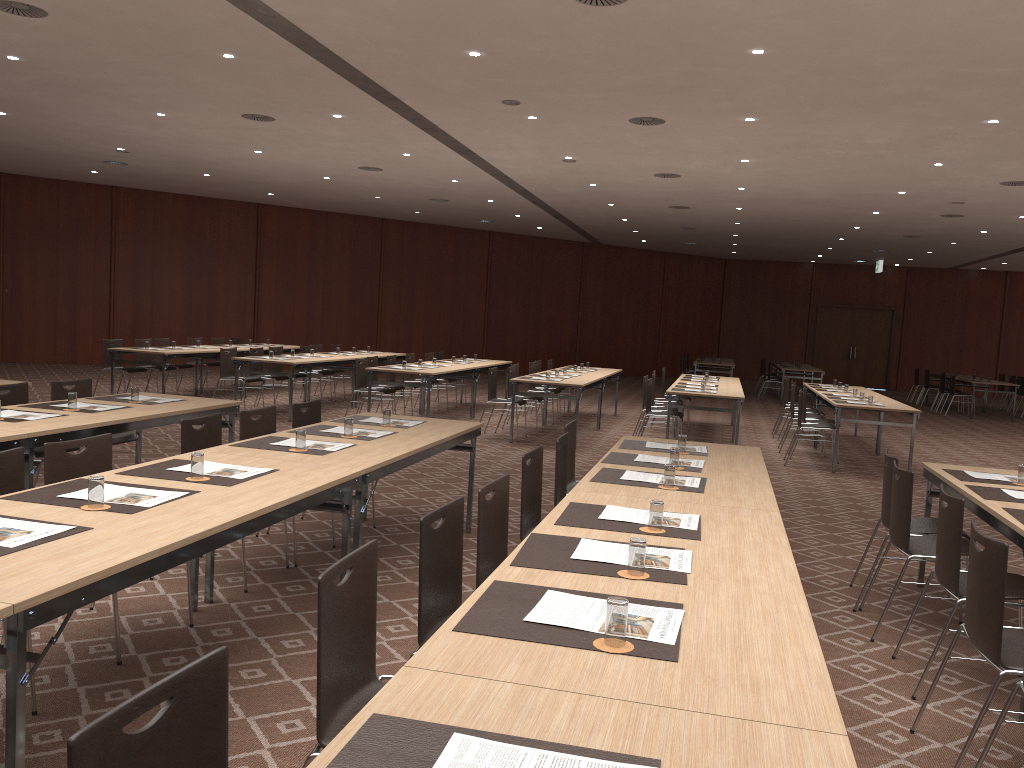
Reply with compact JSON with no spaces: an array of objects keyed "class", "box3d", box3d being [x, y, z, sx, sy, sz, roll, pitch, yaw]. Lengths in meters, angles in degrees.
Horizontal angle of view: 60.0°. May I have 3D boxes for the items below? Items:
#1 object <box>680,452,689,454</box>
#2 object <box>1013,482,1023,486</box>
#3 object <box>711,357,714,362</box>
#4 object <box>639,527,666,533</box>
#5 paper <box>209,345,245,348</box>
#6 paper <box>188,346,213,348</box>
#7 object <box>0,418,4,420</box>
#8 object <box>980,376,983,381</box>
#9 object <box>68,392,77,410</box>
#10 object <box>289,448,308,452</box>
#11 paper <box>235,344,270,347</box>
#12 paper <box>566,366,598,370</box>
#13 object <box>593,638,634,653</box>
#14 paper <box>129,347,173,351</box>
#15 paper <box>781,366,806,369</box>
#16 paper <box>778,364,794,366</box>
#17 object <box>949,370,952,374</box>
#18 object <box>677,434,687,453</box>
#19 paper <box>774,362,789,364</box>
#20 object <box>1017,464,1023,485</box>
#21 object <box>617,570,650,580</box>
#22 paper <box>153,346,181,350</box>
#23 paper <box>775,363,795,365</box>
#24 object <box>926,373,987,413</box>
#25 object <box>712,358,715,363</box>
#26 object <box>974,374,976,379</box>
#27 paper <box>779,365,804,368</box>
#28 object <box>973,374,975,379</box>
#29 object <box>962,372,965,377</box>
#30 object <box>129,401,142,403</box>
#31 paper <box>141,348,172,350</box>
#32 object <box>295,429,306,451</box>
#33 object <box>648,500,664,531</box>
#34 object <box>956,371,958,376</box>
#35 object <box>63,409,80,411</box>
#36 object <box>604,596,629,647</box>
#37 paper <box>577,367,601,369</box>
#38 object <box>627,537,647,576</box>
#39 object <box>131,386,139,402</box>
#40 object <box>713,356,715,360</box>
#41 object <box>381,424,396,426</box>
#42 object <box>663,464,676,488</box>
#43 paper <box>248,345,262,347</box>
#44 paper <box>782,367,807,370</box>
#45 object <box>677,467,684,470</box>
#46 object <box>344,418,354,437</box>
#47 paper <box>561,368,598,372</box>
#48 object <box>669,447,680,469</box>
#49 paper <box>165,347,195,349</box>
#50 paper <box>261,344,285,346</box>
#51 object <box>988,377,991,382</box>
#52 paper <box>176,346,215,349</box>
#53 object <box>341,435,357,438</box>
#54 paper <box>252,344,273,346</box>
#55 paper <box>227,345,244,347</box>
[{"class":"object","box3d":[1.082,0.440,5.669,0.102,0.001,0.102,4,4,2]},{"class":"object","box3d":[3.009,0.591,5.228,0.102,0.001,0.102,2,5,-21]},{"class":"object","box3d":[4.924,-0.596,21.750,0.054,0.114,0.054,2,5,-20]},{"class":"object","box3d":[0.550,0.573,3.479,0.102,0.001,0.102,4,4,2]},{"class":"paper","box3d":[-4.910,-0.657,15.388,0.565,0.003,0.460,5,4,15]},{"class":"paper","box3d":[-5.053,-0.603,14.502,0.398,0.006,0.283,5,4,16]},{"class":"object","box3d":[-3.107,0.211,5.324,0.102,0.001,0.102,5,5,24]},{"class":"object","box3d":[10.791,-0.135,20.384,0.054,0.114,0.054,-1,7,-43]},{"class":"object","box3d":[-2.955,0.114,5.962,0.054,0.114,0.054,-1,7,-43]},{"class":"object","box3d":[-1.174,0.363,4.872,0.102,0.001,0.102,4,4,2]},{"class":"paper","box3d":[-4.737,-0.695,16.031,0.565,0.003,0.460,5,4,14]},{"class":"paper","box3d":[1.225,-0.277,15.311,0.565,0.003,0.460,5,4,13]},{"class":"object","box3d":[0.253,0.651,2.208,0.102,0.001,0.102,4,4,2]},{"class":"paper","box3d":[-5.409,-0.524,13.227,0.565,0.003,0.460,4,4,11]},{"class":"paper","box3d":[6.825,-0.401,21.480,0.565,0.003,0.460,5,4,13]},{"class":"paper","box3d":[7.170,-0.499,23.061,0.565,0.003,0.460,4,4,12]},{"class":"object","box3d":[11.473,-0.307,23.203,0.054,0.114,0.054,2,5,-20]},{"class":"object","box3d":[1.089,0.382,5.678,0.054,0.114,0.054,2,5,-20]},{"class":"paper","box3d":[7.466,-0.575,24.312,0.565,0.003,0.460,4,4,11]},{"class":"object","box3d":[3.017,0.533,5.234,0.054,0.114,0.054,2,5,-20]},{"class":"object","box3d":[0.390,0.611,2.844,0.102,0.001,0.102,4,4,2]},{"class":"paper","box3d":[-5.296,-0.563,13.830,0.565,0.003,0.460,5,4,16]},{"class":"paper","box3d":[7.309,-0.537,23.685,0.565,0.003,0.460,4,4,11]},{"class":"object","box3d":[11.378,0.200,22.768,0.953,0.833,2.265,5,5,13]},{"class":"object","box3d":[4.791,-0.557,21.123,0.054,0.114,0.054,2,5,-20]},{"class":"object","box3d":[10.959,-0.172,21.005,0.054,0.114,0.054,-1,7,-43]},{"class":"paper","box3d":[6.964,-0.440,22.119,0.565,0.003,0.460,5,4,14]},{"class":"object","box3d":[10.946,-0.173,21.009,0.054,0.114,0.054,-1,7,-43]},{"class":"object","box3d":[11.186,-0.230,21.951,0.054,0.114,0.054,2,5,-20]},{"class":"object","box3d":[-2.798,0.134,6.595,0.102,0.001,0.102,4,4,2]},{"class":"paper","box3d":[-5.339,-0.524,13.230,0.398,0.006,0.283,5,4,14]},{"class":"object","box3d":[-1.161,0.306,4.875,0.054,0.114,0.054,-1,7,-43]},{"class":"object","box3d":[0.567,0.516,3.486,0.054,0.114,0.054,-1,7,-43]},{"class":"object","box3d":[11.330,-0.268,22.573,0.054,0.114,0.054,2,5,-20]},{"class":"object","box3d":[-2.954,0.173,5.950,0.102,0.001,0.102,4,4,2]},{"class":"object","box3d":[0.261,0.593,2.215,0.054,0.114,0.054,-1,7,-43]},{"class":"paper","box3d":[1.330,-0.276,15.340,0.398,0.006,0.283,4,4,13]},{"class":"object","box3d":[0.401,0.554,2.847,0.054,0.114,0.054,-1,7,-43]},{"class":"object","box3d":[-2.802,0.076,6.594,0.054,0.114,0.054,2,5,-20]},{"class":"object","box3d":[5.318,-0.691,23.324,0.054,0.114,0.054,-1,7,-43]},{"class":"object","box3d":[-0.857,0.286,6.141,0.102,0.001,0.102,5,5,24]},{"class":"object","box3d":[0.786,0.458,4.425,0.054,0.114,0.054,-1,7,-43]},{"class":"paper","box3d":[-4.667,-0.698,16.076,0.398,0.006,0.283,4,4,10]},{"class":"paper","box3d":[6.637,-0.363,20.831,0.565,0.003,0.460,5,4,14]},{"class":"object","box3d":[0.929,0.478,5.050,0.102,0.001,0.102,4,4,2]},{"class":"object","box3d":[-1.013,0.268,5.499,0.054,0.114,0.054,-1,7,-43]},{"class":"paper","box3d":[1.101,-0.236,14.671,0.565,0.003,0.460,5,4,17]},{"class":"object","box3d":[0.924,0.420,5.044,0.054,0.114,0.054,-1,7,-43]},{"class":"paper","box3d":[-5.208,-0.564,13.862,0.398,0.006,0.283,4,4,11]},{"class":"paper","box3d":[-4.518,-0.735,16.696,0.398,0.006,0.283,5,4,14]},{"class":"object","box3d":[10.643,-0.097,19.758,0.054,0.114,0.054,-1,7,-43]},{"class":"paper","box3d":[-5.113,-0.600,14.477,0.565,0.003,0.460,4,4,13]},{"class":"object","box3d":[-1.009,0.326,5.493,0.102,0.001,0.102,4,4,2]},{"class":"paper","box3d":[-4.584,-0.732,16.646,0.565,0.003,0.460,5,4,14]},{"class":"paper","box3d":[-4.806,-0.657,15.422,0.398,0.006,0.283,5,4,13]}]
